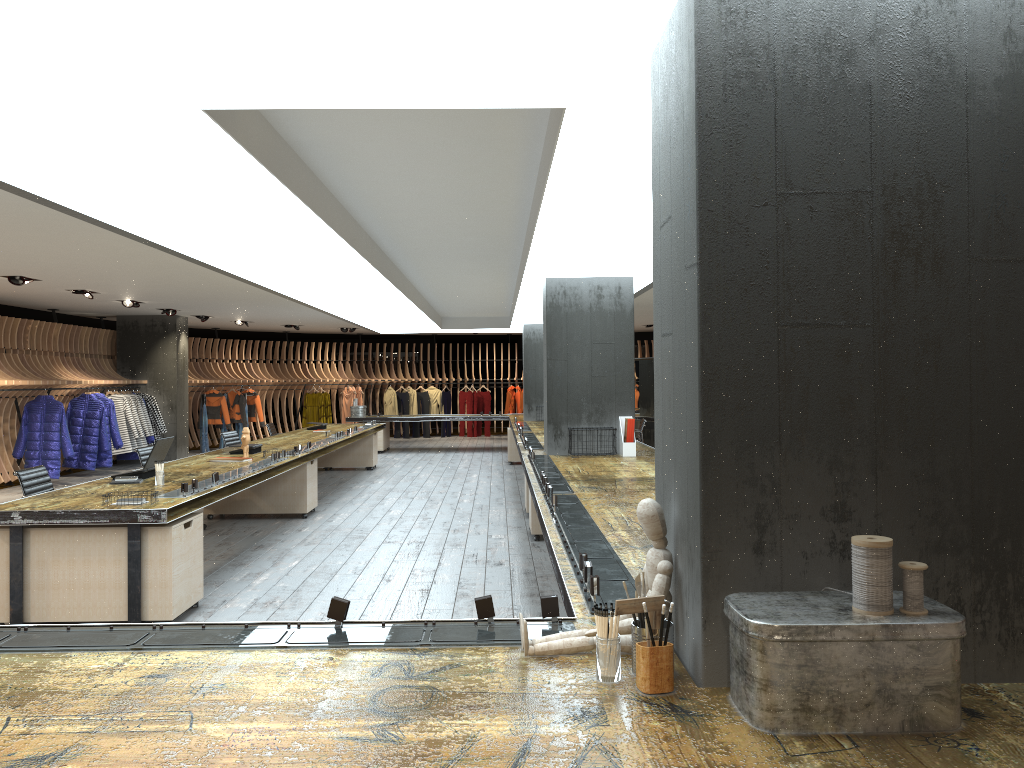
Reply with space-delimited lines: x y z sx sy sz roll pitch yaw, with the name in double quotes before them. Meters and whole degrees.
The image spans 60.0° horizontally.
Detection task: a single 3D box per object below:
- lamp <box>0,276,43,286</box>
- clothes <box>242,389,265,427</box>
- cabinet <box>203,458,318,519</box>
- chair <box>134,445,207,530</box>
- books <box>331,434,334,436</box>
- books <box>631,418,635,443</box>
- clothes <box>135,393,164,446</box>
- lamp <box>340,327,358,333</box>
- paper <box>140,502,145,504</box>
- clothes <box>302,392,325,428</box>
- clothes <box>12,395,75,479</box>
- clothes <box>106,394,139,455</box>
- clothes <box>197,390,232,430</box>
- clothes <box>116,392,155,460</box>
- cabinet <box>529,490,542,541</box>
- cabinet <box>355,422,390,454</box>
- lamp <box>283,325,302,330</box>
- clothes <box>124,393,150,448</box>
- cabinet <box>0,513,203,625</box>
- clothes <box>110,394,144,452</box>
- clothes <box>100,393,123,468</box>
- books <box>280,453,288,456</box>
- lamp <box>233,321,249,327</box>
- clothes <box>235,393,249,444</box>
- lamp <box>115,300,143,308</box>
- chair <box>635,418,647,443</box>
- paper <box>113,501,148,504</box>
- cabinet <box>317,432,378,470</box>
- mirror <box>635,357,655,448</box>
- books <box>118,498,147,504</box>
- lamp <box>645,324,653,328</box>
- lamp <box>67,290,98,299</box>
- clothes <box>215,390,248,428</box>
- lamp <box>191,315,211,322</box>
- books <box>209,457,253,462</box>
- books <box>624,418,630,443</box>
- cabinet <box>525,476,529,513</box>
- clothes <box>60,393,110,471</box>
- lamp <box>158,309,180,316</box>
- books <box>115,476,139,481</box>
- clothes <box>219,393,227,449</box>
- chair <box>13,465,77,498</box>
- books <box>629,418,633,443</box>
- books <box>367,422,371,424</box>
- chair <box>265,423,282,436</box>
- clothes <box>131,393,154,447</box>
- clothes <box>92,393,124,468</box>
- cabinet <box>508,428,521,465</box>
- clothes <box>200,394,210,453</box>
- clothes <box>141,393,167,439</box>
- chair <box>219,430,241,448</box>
"lamp" -5.897 -1.308 10.654 0.269 0.292 0.492 0 0 -1
"clothes" -6.056 0.554 20.475 0.839 0.881 0.201 -1 -1 29
"cabinet" -2.819 1.167 10.007 1.131 0.630 0.593 -1 0 -1
"chair" -3.457 1.062 9.022 0.667 0.860 0.693 0 0 -10
"books" -2.393 0.700 12.144 0.155 0.025 0.110 -1 0 -6
"books" 1.185 0.525 8.827 0.048 0.368 0.215 0 0 -1
"clothes" -6.775 0.750 16.252 0.807 1.187 0.191 0 -1 0
"lamp" -3.910 -1.372 21.209 0.492 0.297 0.269 -1 0 -41
"paper" -2.389 0.744 5.554 0.176 0.004 0.130 0 0 4
"clothes" -4.887 0.716 21.875 0.664 1.045 0.168 -1 -1 30
"clothes" -6.893 0.781 12.997 0.885 1.239 0.245 0 -1 -4
"clothes" -6.774 0.700 15.212 0.752 1.062 0.128 0 -1 -3
"clothes" -6.556 0.563 19.450 0.839 0.881 0.201 -1 -1 14
"clothes" -6.917 0.767 16.091 0.885 1.239 0.245 0 -1 -4
"cabinet" 0.739 1.142 8.550 1.131 0.630 0.593 -1 0 -1
"cabinet" -2.970 1.127 18.913 0.593 0.630 1.131 0 0 -1
"lamp" -4.957 -1.360 20.013 0.269 0.293 0.492 -1 0 31
"clothes" -6.783 0.698 15.710 0.752 1.062 0.128 0 -1 -3
"cabinet" -2.635 1.185 5.671 1.131 0.630 0.593 -1 0 -1
"clothes" -6.778 0.699 15.448 0.752 1.062 0.128 0 -1 -3
"clothes" -6.922 0.773 14.709 0.885 1.239 0.245 0 -1 -4
"books" -2.341 0.714 8.925 0.155 0.025 0.110 -1 0 -6
"lamp" -5.653 -1.345 18.588 0.269 0.296 0.492 -1 0 19
"clothes" -6.169 0.908 20.230 0.309 1.422 0.200 0 -1 -29
"lamp" -5.951 -1.326 13.843 0.269 0.286 0.492 0 0 -1
"chair" 1.844 0.992 14.160 0.667 0.860 0.693 0 0 -5
"paper" -2.389 0.742 5.554 0.176 0.004 0.130 0 0 5
"cabinet" -2.910 1.143 15.212 1.131 0.630 0.593 -1 0 -1
"mirror" 2.988 0.456 15.944 2.111 1.892 0.443 -1 -1 40
"books" -2.383 0.730 5.551 0.155 0.025 0.110 -1 0 -6
"lamp" 3.348 -1.436 20.981 0.492 0.294 0.269 0 0 44
"lamp" -5.924 -1.315 12.248 0.269 0.294 0.492 0 0 -1
"clothes" -6.285 0.561 19.945 0.839 0.881 0.201 -1 -1 19
"lamp" -5.946 -1.338 17.030 0.269 0.292 0.492 -1 0 6
"books" -2.705 0.726 8.500 0.366 0.026 0.213 0 0 9
"books" 1.142 0.526 8.826 0.048 0.368 0.215 0 0 -1
"cabinet" 0.716 1.136 9.902 1.131 0.630 0.593 -1 0 -1
"clothes" -6.996 0.782 14.388 0.880 1.261 0.242 0 -1 -4
"lamp" -5.978 -1.330 15.438 0.269 0.292 0.492 0 0 -1
"books" -2.955 0.721 6.768 0.186 0.027 0.112 -1 0 -16
"clothes" -6.415 0.913 19.688 0.200 1.422 0.309 0 -1 -9
"chair" -3.444 1.072 6.855 0.667 0.860 0.693 0 0 -15
"books" 1.163 0.526 8.826 0.048 0.368 0.215 0 0 -1
"books" -2.458 0.685 15.522 0.155 0.025 0.110 -1 0 -6
"chair" -3.517 1.040 13.878 0.667 0.860 0.693 0 0 -15
"clothes" -6.786 0.697 15.889 0.752 1.062 0.128 0 -1 -3
"clothes" -6.840 0.771 14.532 0.883 1.246 0.249 0 -1 -4
"cabinet" 0.491 1.110 15.955 1.131 0.630 0.593 -1 0 -1
"clothes" -6.629 0.917 19.134 0.200 1.422 0.309 0 -1 -24
"clothes" -6.787 0.750 16.440 0.799 1.186 0.191 0 -1 0
"chair" -3.469 1.050 11.667 0.667 0.860 0.693 0 0 -5
